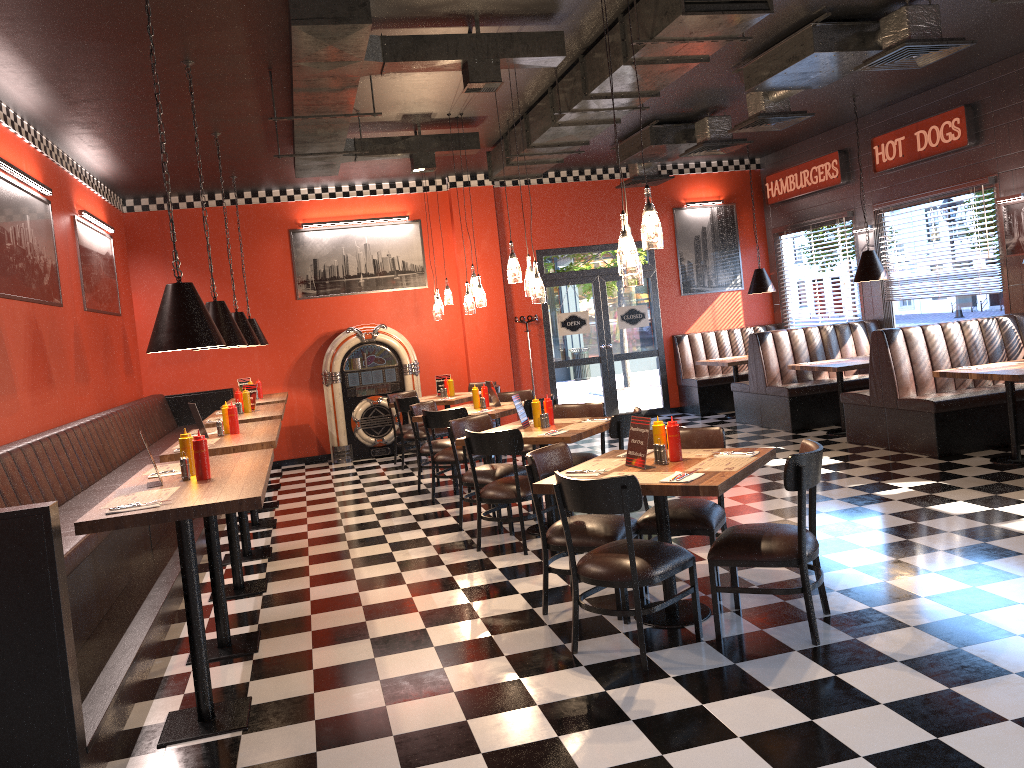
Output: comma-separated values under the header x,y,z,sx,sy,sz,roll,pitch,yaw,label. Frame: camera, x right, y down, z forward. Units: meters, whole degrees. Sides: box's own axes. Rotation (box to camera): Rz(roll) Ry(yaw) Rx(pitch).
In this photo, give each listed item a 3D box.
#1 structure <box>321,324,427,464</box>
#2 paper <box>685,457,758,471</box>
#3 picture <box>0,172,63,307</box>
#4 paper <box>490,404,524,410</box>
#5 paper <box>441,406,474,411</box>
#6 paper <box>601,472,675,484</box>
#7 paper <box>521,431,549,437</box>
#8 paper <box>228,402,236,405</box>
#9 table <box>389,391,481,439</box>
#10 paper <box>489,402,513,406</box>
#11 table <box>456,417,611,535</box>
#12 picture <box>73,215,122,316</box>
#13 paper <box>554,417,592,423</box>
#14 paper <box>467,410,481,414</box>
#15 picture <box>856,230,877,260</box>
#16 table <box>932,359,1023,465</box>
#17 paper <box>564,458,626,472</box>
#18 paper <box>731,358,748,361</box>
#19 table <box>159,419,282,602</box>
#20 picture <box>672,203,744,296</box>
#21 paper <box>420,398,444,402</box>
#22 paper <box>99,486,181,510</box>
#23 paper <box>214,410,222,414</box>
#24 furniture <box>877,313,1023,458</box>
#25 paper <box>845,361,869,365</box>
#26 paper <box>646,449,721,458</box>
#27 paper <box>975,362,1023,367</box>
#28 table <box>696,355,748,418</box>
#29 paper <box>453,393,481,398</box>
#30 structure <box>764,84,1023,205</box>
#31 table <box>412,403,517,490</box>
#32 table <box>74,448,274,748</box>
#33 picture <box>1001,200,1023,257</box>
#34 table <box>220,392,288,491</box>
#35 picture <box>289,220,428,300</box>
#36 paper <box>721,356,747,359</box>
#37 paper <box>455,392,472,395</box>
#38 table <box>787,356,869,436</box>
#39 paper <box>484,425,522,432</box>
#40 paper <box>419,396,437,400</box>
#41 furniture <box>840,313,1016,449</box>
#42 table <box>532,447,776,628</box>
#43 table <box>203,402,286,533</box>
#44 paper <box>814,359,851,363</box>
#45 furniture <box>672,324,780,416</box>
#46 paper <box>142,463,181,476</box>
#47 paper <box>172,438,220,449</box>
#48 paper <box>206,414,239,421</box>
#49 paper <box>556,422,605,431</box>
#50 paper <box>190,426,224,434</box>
x,y,z,sx,sy,sz,roll,pitch,yaw,label
-1.854,0.083,11.795,1.296,1.766,0.500,-7,2,-13,structure
1.049,0.400,4.428,0.260,0.001,0.366,-4,5,32,paper
-3.831,-1.109,6.976,0.023,0.938,1.771,-6,3,-13,picture
-0.014,0.220,8.603,0.260,0.001,0.366,-4,5,31,paper
-0.591,0.257,8.939,0.260,0.001,0.366,-4,5,31,paper
0.602,0.455,4.313,0.365,0.001,0.262,-3,5,34,paper
0.079,0.365,6.389,0.365,0.001,0.262,-4,5,30,paper
-3.100,0.211,10.129,0.261,0.001,0.366,-7,4,-11,paper
-0.772,0.540,10.730,0.958,0.773,0.960,-4,3,32,table
-0.137,0.203,9.033,0.365,0.001,0.262,-4,5,30,paper
0.279,0.712,6.696,0.958,0.773,0.960,-4,3,32,table
-4.446,-1.224,9.545,0.023,0.938,1.771,-6,3,-13,picture
0.407,0.290,6.971,0.365,0.001,0.262,-4,5,30,paper
-0.458,0.275,8.480,0.365,0.001,0.262,-3,5,33,paper
4.468,-1.649,11.138,0.012,0.536,0.351,-6,2,-13,picture
4.649,0.195,7.499,1.693,0.773,0.957,-7,3,-13,table
0.478,0.436,4.775,0.260,0.001,0.366,-4,5,32,paper
3.096,-0.325,11.700,0.366,0.001,0.261,-7,4,-16,paper
-1.983,0.859,6.377,0.696,0.998,1.693,-7,3,-13,table
2.934,-2.010,13.219,1.024,1.300,0.016,-7,2,-13,picture
-0.968,0.193,10.428,0.365,0.001,0.262,-4,5,31,paper
-1.610,0.493,3.856,0.261,0.001,0.366,-7,4,-11,paper
-2.849,0.268,8.939,0.261,0.001,0.366,-7,4,-11,paper
4.441,-0.032,8.311,1.711,1.153,0.706,-7,2,-13,furniture
3.704,-0.227,9.374,0.366,0.001,0.261,-7,4,-12,paper
0.933,0.382,4.860,0.365,0.001,0.262,-4,5,31,paper
4.253,-0.170,7.733,0.366,0.001,0.261,-7,4,-13,paper
3.538,-0.013,12.141,1.693,0.773,0.957,-7,3,-13,table
-0.539,0.139,10.547,0.260,0.001,0.366,-4,5,31,paper
5.111,-2.623,7.691,0.120,0.438,11.271,-6,4,-13,structure
-0.275,0.625,8.765,0.958,0.773,0.960,-4,3,32,table
-1.490,0.951,4.316,0.696,0.998,1.693,-7,3,-13,table
5.024,-1.545,8.814,0.012,0.536,0.351,-6,2,-13,picture
-2.972,0.674,10.511,0.696,0.998,1.693,-7,3,-13,table
-2.063,-1.691,12.020,1.771,0.939,0.023,-7,2,-13,picture
3.049,-0.365,12.337,0.366,0.001,0.261,-7,4,-13,paper
-0.629,0.116,11.003,0.365,0.001,0.262,-4,5,31,paper
4.096,0.091,9.808,1.693,0.773,0.957,-7,3,-13,table
-0.049,0.347,6.835,0.260,0.001,0.366,-3,5,33,paper
-1.087,0.174,10.876,0.260,0.001,0.366,-3,5,34,paper
4.277,-0.062,8.997,1.711,1.153,0.706,-7,2,-13,furniture
0.797,0.804,4.597,0.955,0.773,0.963,-4,4,32,table
-2.474,0.767,8.429,0.696,0.998,1.693,-7,3,-13,table
3.612,-0.262,10.014,0.366,0.001,0.261,-7,4,-11,paper
3.330,-0.240,12.957,1.711,1.153,0.706,-7,2,-13,furniture
-1.825,0.450,4.791,0.261,0.001,0.366,-7,4,-11,paper
-2.121,0.399,5.965,0.261,0.001,0.366,-7,4,-11,paper
-2.633,0.308,8.045,0.261,0.001,0.366,-7,4,-11,paper
0.505,0.311,6.516,0.260,0.001,0.366,-4,5,30,paper
-2.369,0.360,6.899,0.261,0.001,0.366,-7,4,-11,paper
